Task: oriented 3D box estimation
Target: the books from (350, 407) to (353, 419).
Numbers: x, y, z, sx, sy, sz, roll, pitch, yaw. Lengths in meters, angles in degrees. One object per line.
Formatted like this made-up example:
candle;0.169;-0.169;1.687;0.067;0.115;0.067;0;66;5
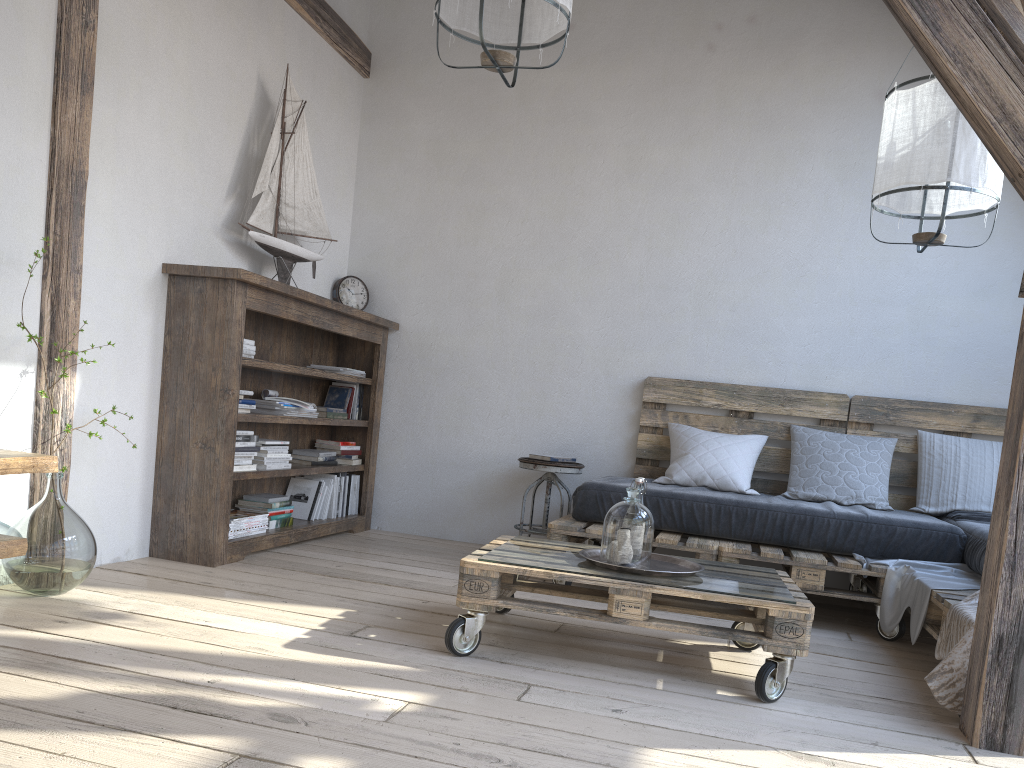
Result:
books;-0.929;0.103;4.846;0.116;0.174;0.018;7;5;13

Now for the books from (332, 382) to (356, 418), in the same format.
books;-0.934;0.091;4.813;0.138;0.192;0.050;7;4;13

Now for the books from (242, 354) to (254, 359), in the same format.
books;-1.205;-0.127;3.687;0.157;0.017;0.219;6;-2;9

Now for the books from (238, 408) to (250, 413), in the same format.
books;-1.215;0.106;3.738;0.139;0.020;0.184;6;-2;9

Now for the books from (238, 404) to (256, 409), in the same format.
books;-1.215;0.087;3.732;0.156;0.017;0.219;5;-2;14

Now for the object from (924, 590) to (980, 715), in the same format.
object;1.716;0.727;2.534;0.804;0.477;1.014;6;-1;44

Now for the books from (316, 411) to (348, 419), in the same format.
books;-0.988;0.159;4.619;0.161;0.030;0.219;5;-2;17

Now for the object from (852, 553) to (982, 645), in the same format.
object;1.637;0.833;3.348;0.505;0.278;0.706;6;-1;-1

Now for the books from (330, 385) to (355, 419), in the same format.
books;-0.937;0.098;4.788;0.139;0.177;0.059;6;4;13

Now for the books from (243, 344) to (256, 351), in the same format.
books;-1.200;-0.165;3.681;0.157;0.021;0.219;5;-2;14

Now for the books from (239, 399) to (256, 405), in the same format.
books;-1.215;0.067;3.723;0.145;0.020;0.209;5;-2;30

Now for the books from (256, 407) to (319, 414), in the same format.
books;-1.065;0.125;4.149;0.204;0.009;0.258;5;-2;16

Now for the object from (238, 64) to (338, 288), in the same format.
object;-0.994;-0.909;4.050;0.140;0.999;0.789;8;3;20

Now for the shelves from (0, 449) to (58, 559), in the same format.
shelves;-1.704;0.393;2.000;0.330;0.452;1.602;7;-1;15

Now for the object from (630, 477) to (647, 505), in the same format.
object;0.400;0.439;2.859;0.071;0.270;0.153;7;3;15

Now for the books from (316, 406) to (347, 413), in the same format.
books;-0.983;0.133;4.608;0.149;0.021;0.205;5;-2;18

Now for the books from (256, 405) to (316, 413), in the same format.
books;-1.086;0.113;4.120;0.203;0.009;0.259;5;-3;31

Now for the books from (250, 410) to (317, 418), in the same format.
books;-1.074;0.141;4.129;0.203;0.009;0.258;5;-2;23

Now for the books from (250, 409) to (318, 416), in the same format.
books;-1.072;0.133;4.137;0.204;0.009;0.258;5;-2;19

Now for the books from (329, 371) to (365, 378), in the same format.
books;-0.924;-0.054;4.711;0.204;0.009;0.258;6;-2;9

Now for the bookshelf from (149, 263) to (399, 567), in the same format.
bookshelf;-1.058;0.182;4.230;0.347;1.181;1.623;7;1;15

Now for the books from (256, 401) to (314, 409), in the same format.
books;-1.090;0.096;4.123;0.203;0.009;0.258;5;-2;21

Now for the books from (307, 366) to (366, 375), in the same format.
books;-0.935;-0.073;4.692;0.203;0.009;0.258;5;-2;21

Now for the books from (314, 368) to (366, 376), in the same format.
books;-0.920;-0.062;4.724;0.204;0.009;0.257;6;-2;6

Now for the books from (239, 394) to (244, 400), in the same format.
books;-1.209;0.048;3.727;0.133;0.021;0.197;7;-2;-20

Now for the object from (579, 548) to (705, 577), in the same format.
object;0.406;0.564;2.773;0.392;0.022;0.396;5;-3;34

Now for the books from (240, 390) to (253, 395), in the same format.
books;-1.208;0.029;3.732;0.139;0.018;0.184;5;-2;14

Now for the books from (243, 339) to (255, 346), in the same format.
books;-1.205;-0.188;3.681;0.157;0.021;0.219;5;-2;14

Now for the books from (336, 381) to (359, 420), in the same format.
books;-0.917;0.090;4.864;0.134;0.203;0.021;7;5;13

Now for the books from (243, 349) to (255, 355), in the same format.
books;-1.184;-0.142;3.681;0.139;0.018;0.184;5;-2;14

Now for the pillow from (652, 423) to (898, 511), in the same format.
pillow;1.274;0.363;4.256;1.126;0.358;0.350;6;1;14

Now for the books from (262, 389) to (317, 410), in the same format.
books;-1.050;0.082;4.165;0.221;0.088;0.260;6;-1;-6

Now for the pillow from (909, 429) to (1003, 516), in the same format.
pillow;2.344;0.451;4.023;0.961;0.402;0.387;5;1;30

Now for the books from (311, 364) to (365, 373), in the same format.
books;-0.928;-0.081;4.702;0.204;0.009;0.258;6;-2;11

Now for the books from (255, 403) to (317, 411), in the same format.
books;-1.076;0.106;4.129;0.203;0.009;0.258;5;-2;21

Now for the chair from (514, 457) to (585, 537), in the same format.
chair;0.179;0.654;4.579;0.352;0.524;0.353;7;3;18

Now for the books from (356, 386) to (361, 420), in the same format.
books;-0.914;0.099;4.884;0.139;0.186;0.020;7;5;14

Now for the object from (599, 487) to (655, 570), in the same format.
object;0.358;0.439;2.700;0.156;0.249;0.154;5;3;-17

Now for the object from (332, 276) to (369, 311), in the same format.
object;-0.894;-0.495;4.889;0.205;0.211;0.081;5;4;-40

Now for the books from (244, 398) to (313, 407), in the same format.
books;-1.095;0.086;4.119;0.203;0.009;0.258;5;-2;26

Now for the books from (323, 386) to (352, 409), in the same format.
books;-0.948;0.098;4.757;0.131;0.173;0.081;7;4;15

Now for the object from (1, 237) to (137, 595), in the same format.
object;-1.441;0.118;2.917;0.275;1.128;0.511;6;4;1
